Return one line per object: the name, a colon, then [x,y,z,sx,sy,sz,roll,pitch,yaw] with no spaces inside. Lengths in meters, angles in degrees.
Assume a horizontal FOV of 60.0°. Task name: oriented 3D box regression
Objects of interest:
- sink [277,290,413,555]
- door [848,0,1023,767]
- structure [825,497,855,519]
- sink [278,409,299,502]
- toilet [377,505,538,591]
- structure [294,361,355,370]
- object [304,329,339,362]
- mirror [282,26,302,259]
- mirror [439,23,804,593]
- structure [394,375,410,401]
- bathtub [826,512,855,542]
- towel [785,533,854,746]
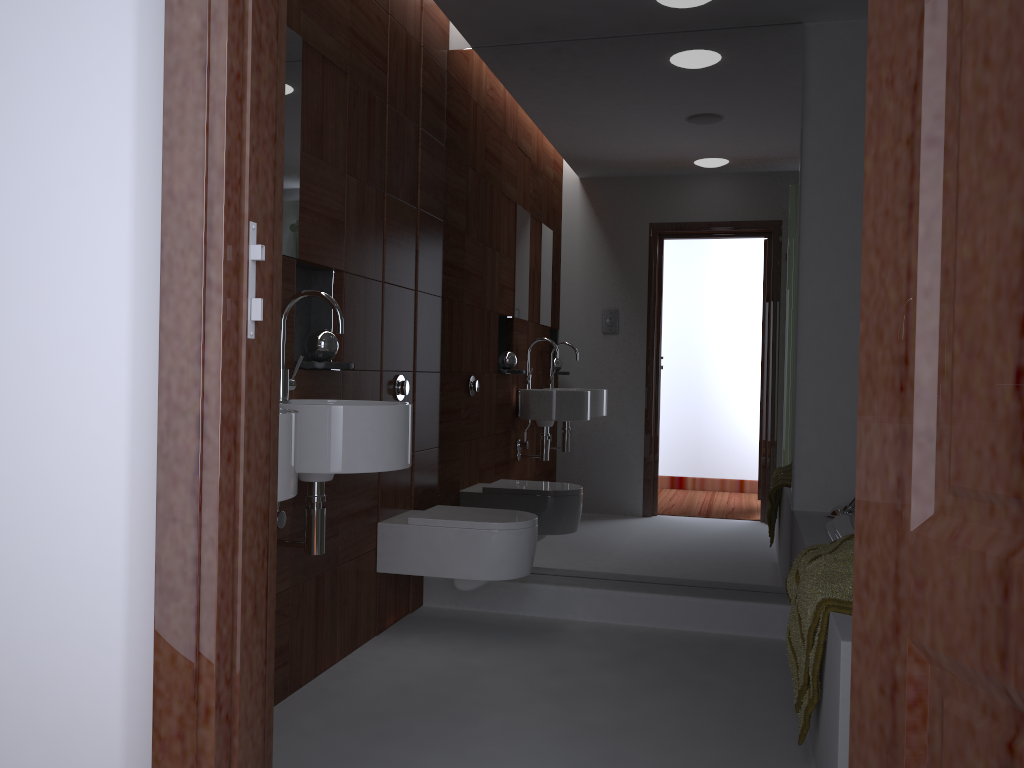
sink: [-0.474,0.106,2.355,0.417,0.715,0.415,1,1,15]
door: [0.384,-0.068,0.502,0.095,1.780,0.708,1,1,-9]
structure: [1.255,0.411,3.210,0.112,0.257,0.239,1,1,-44]
sink: [-0.634,0.110,1.744,0.417,0.715,0.415,1,1,15]
toilet: [-0.178,0.618,3.255,0.547,0.284,0.329,1,1,15]
structure: [-0.593,-0.057,2.709,0.222,0.023,0.220,1,1,5]
object: [-0.738,-0.113,2.101,0.104,0.104,1.350,1,1,15]
mirror: [-0.655,-0.678,2.403,0.010,0.635,0.316,1,1,15]
mirror: [0.401,-0.303,3.587,1.433,2.183,0.019,1,1,15]
structure: [-0.409,0.014,3.322,0.034,0.098,0.098,1,1,15]
bathtub: [1.358,0.682,2.437,0.881,0.424,1.683,1,1,15]
towel: [0.886,0.653,2.224,0.349,0.452,0.890,1,1,9]
